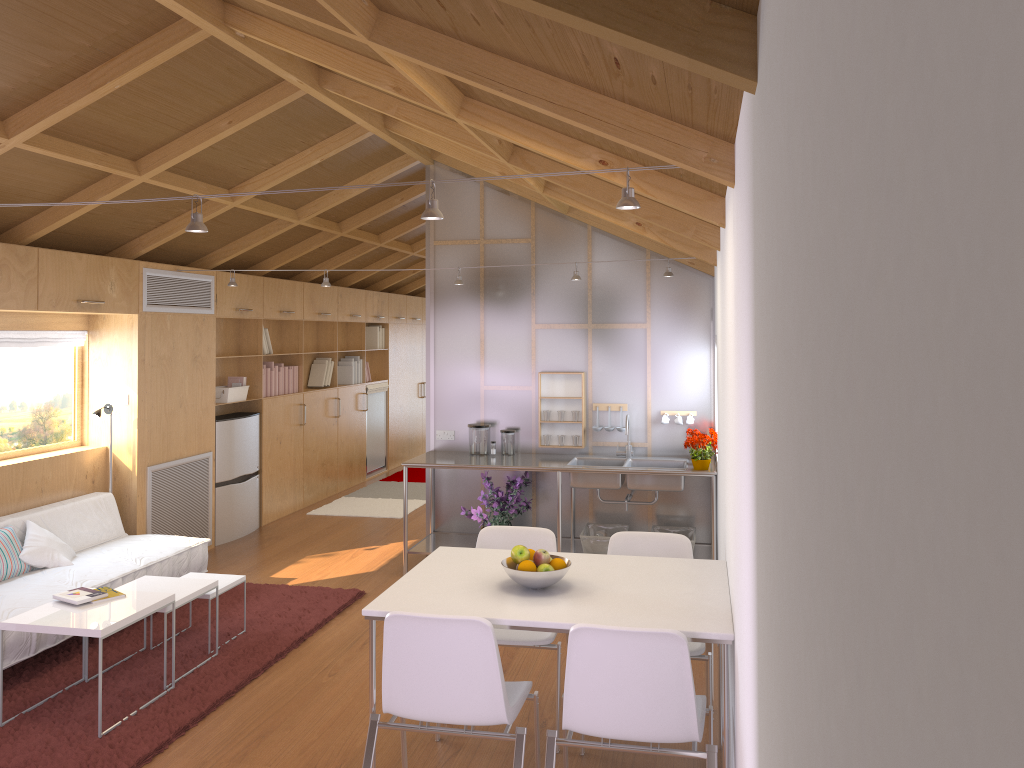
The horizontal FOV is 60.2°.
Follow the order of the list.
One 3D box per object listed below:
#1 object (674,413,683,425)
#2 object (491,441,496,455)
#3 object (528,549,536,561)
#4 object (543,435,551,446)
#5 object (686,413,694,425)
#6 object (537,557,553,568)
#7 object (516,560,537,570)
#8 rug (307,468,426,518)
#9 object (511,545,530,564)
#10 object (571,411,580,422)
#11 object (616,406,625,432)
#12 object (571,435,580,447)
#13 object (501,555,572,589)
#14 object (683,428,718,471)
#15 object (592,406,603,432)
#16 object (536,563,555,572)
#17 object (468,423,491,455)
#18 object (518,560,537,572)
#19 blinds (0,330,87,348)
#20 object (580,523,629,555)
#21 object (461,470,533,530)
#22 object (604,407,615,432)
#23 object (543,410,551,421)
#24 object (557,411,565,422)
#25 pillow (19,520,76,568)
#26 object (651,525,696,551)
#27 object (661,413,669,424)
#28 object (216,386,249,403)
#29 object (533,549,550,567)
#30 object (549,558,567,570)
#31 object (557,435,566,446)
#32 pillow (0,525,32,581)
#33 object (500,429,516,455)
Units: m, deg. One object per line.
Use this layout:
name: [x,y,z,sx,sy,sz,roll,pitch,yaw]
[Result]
object: [1.181,0.248,6.264,0.059,0.081,0.062,0,0,19]
object: [-0.135,0.460,6.375,0.037,0.092,0.037,-1,-1,27]
object: [0.064,0.646,3.279,0.067,0.068,0.067,0,1,-12]
object: [0.257,0.411,6.444,0.061,0.077,0.061,0,1,24]
object: [1.259,0.248,6.253,0.059,0.080,0.062,0,0,12]
object: [0.122,0.664,3.247,0.071,0.078,0.068,-1,1,-41]
object: [0.054,0.676,3.213,0.080,0.089,0.078,-1,1,-29]
rug: [-1.061,1.107,9.892,0.916,0.011,3.724,1,3,12]
object: [0.031,0.616,3.188,0.070,0.069,0.077,0,1,13]
object: [0.460,0.235,6.404,0.061,0.077,0.061,0,0,-14]
object: [0.783,0.254,6.333,0.074,0.183,0.074,-1,-1,44]
object: [0.460,0.412,6.400,0.061,0.077,0.061,0,0,-14]
object: [0.088,0.691,3.200,0.255,0.090,0.255,-2,3,-36]
object: [1.269,0.429,5.930,0.233,0.235,0.688,0,3,13]
object: [0.615,0.252,6.369,0.074,0.183,0.074,-1,-1,44]
object: [0.121,0.674,3.144,0.070,0.069,0.077,0,1,13]
object: [-0.239,0.404,6.477,0.172,0.216,0.172,0,1,26]
object: [0.054,0.661,3.142,0.067,0.068,0.067,0,1,-12]
blinds: [-3.078,-0.271,5.341,0.047,0.111,1.498,0,3,12]
object: [0.632,1.069,5.999,0.298,0.159,0.415,0,3,12]
object: [-0.112,0.866,6.118,0.525,0.553,0.351,0,0,3]
object: [0.699,0.253,6.351,0.074,0.183,0.074,-1,-1,44]
object: [0.257,0.233,6.447,0.061,0.077,0.061,0,1,24]
object: [0.358,0.234,6.426,0.061,0.077,0.061,0,0,-14]
pillow: [-2.626,0.907,5.010,0.267,0.252,0.346,-1,2,-24]
object: [1.077,1.073,5.904,0.298,0.159,0.415,0,3,12]
object: [1.090,0.246,6.289,0.059,0.080,0.062,0,0,12]
object: [-2.353,0.084,7.332,0.203,0.122,0.350,0,3,12]
object: [0.107,0.630,3.195,0.061,0.067,0.063,-1,1,-40]
object: [0.165,0.664,3.198,0.067,0.066,0.068,-1,1,-34]
object: [0.359,0.411,6.422,0.061,0.077,0.061,0,0,-14]
pillow: [-2.833,0.943,4.417,0.171,0.251,1.042,0,3,12]
object: [-0.030,0.426,6.451,0.113,0.177,0.113,0,0,33]
